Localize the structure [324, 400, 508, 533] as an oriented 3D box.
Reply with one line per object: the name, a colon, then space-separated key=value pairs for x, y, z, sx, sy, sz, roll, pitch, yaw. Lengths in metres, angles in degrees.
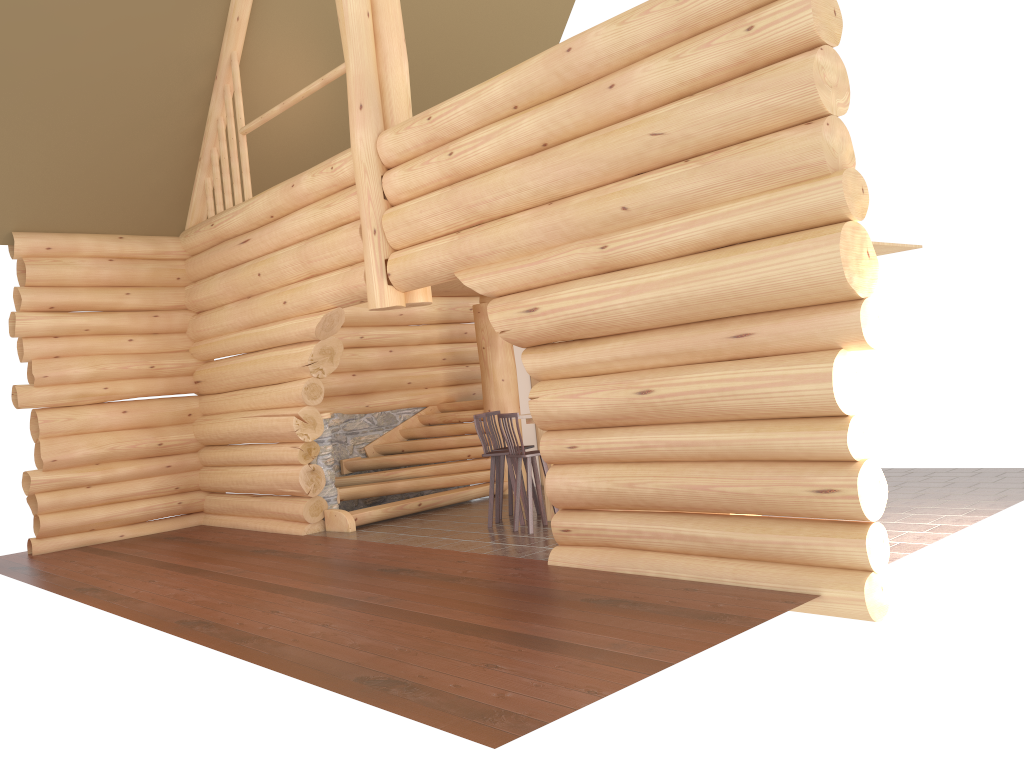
structure: x=-1.639 y=1.000 z=13.054 sx=1.951 sy=1.643 sz=3.604 roll=-6 pitch=0 yaw=42

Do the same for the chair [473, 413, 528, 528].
chair: x=-0.116 y=0.992 z=10.426 sx=0.504 sy=1.319 sz=0.406 roll=-6 pitch=0 yaw=16

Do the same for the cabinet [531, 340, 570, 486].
cabinet: x=1.213 y=0.323 z=14.411 sx=1.847 sy=2.403 sz=0.670 roll=-6 pitch=0 yaw=-42

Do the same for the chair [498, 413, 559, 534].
chair: x=0.201 y=0.957 z=9.818 sx=0.504 sy=1.319 sz=0.406 roll=-6 pitch=0 yaw=-32

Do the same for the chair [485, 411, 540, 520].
chair: x=0.002 y=0.981 z=10.934 sx=0.504 sy=1.319 sz=0.406 roll=-6 pitch=0 yaw=28

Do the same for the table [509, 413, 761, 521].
table: x=1.531 y=0.852 z=9.759 sx=1.196 sy=1.257 sz=3.220 roll=-6 pitch=0 yaw=-42
